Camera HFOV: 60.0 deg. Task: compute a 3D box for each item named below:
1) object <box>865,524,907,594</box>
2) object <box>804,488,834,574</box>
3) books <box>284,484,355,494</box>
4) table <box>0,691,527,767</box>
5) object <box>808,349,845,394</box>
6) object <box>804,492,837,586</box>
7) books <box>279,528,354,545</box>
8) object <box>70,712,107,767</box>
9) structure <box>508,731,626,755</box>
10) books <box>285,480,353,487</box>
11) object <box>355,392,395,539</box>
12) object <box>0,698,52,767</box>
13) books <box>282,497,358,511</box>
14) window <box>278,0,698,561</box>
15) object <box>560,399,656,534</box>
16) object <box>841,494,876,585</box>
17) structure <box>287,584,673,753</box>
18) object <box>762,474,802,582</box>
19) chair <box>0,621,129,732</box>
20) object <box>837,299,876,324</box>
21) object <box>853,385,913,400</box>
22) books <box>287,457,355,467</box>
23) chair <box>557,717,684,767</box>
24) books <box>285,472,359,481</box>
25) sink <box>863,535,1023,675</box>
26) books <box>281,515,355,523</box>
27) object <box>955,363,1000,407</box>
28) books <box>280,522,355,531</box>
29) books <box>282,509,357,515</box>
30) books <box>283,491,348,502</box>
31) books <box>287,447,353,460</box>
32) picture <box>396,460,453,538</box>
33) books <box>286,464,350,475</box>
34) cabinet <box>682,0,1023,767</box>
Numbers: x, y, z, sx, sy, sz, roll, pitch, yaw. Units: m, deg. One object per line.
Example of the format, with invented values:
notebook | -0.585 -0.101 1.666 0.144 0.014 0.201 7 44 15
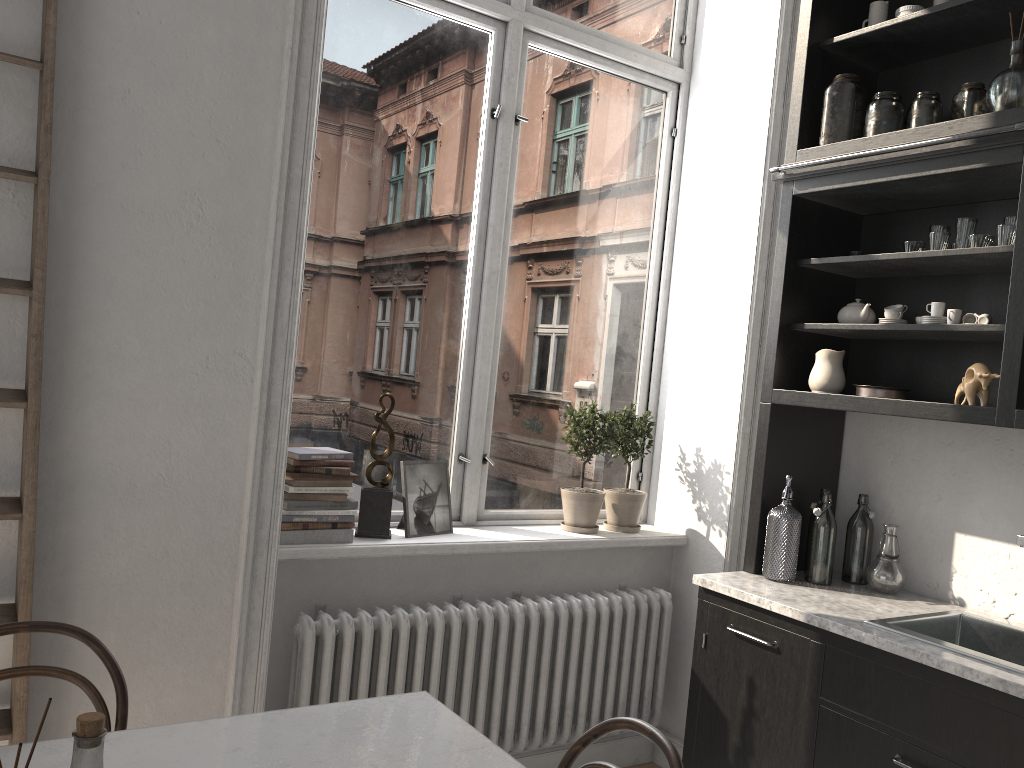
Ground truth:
object | 1.228 0.570 2.899 0.132 0.219 0.120 5 1 -33
object | 1.070 0.513 3.069 0.086 0.301 0.086 5 1 -19
books | -0.645 0.333 2.889 0.222 0.024 0.158 5 1 -33
table | -0.860 1.067 1.046 2.201 0.780 1.099 5 1 -33
object | 1.049 -0.040 2.939 0.115 0.144 0.127 6 1 36
object | 1.033 0.512 2.950 0.086 0.301 0.086 7 2 43
books | -0.666 0.476 2.868 0.248 0.043 0.192 5 1 -33
object | -0.622 0.589 1.292 0.101 0.212 0.101 6 1 6
structure | -1.405 -0.851 2.015 5.183 4.475 0.340 5 1 -33
books | -0.643 0.311 2.882 0.205 0.022 0.155 5 1 -38
object | -0.450 0.272 3.010 0.122 0.488 0.102 5 1 -9
object | -0.661 0.551 1.173 0.107 0.283 0.106 5 1 -38
books | -0.656 0.380 2.885 0.245 0.028 0.193 5 1 -38
window | 3.990 -4.969 9.235 14.390 15.938 26.385 5 1 -33
object | 0.372 0.326 3.552 0.500 0.524 0.234 5 1 -44
object | 1.181 0.525 3.015 0.086 0.301 0.086 6 1 13
structure | -0.074 1.025 3.123 1.578 0.552 0.194 5 1 -33
object | 0.901 0.472 2.939 0.108 0.349 0.109 6 1 38
chair | -0.949 0.982 1.682 0.438 0.921 0.549 5 1 -26
object | 1.156 -0.235 2.974 0.125 0.100 0.140 6 1 38
object | 1.187 0.029 2.847 0.180 0.037 0.180 6 1 42
books | -0.637 0.248 2.881 0.205 0.020 0.155 5 1 -33
chair | -0.018 1.073 1.539 0.549 0.921 0.437 5 1 -21
books | -0.646 0.290 2.879 0.244 0.019 0.174 5 1 -33
sink | 1.340 0.664 2.393 0.514 0.505 0.526 5 1 -33
books | -0.658 0.420 2.867 0.249 0.023 0.175 5 1 -33
object | 1.312 0.002 2.502 0.069 0.123 0.173 5 1 -1
books | -0.660 0.443 2.867 0.250 0.023 0.175 5 1 -38
books | -0.656 0.401 2.885 0.255 0.014 0.192 5 1 -30
books | -0.647 0.356 2.883 0.205 0.022 0.155 5 1 -19
books | -0.645 0.225 2.885 0.201 0.024 0.159 5 1 -43
picture | -0.327 0.401 3.150 0.148 0.264 0.221 6 1 40
books | -0.651 0.268 2.874 0.231 0.023 0.162 5 1 -18
cabinet | 1.807 -0.092 1.720 0.635 3.584 3.249 5 1 -33
